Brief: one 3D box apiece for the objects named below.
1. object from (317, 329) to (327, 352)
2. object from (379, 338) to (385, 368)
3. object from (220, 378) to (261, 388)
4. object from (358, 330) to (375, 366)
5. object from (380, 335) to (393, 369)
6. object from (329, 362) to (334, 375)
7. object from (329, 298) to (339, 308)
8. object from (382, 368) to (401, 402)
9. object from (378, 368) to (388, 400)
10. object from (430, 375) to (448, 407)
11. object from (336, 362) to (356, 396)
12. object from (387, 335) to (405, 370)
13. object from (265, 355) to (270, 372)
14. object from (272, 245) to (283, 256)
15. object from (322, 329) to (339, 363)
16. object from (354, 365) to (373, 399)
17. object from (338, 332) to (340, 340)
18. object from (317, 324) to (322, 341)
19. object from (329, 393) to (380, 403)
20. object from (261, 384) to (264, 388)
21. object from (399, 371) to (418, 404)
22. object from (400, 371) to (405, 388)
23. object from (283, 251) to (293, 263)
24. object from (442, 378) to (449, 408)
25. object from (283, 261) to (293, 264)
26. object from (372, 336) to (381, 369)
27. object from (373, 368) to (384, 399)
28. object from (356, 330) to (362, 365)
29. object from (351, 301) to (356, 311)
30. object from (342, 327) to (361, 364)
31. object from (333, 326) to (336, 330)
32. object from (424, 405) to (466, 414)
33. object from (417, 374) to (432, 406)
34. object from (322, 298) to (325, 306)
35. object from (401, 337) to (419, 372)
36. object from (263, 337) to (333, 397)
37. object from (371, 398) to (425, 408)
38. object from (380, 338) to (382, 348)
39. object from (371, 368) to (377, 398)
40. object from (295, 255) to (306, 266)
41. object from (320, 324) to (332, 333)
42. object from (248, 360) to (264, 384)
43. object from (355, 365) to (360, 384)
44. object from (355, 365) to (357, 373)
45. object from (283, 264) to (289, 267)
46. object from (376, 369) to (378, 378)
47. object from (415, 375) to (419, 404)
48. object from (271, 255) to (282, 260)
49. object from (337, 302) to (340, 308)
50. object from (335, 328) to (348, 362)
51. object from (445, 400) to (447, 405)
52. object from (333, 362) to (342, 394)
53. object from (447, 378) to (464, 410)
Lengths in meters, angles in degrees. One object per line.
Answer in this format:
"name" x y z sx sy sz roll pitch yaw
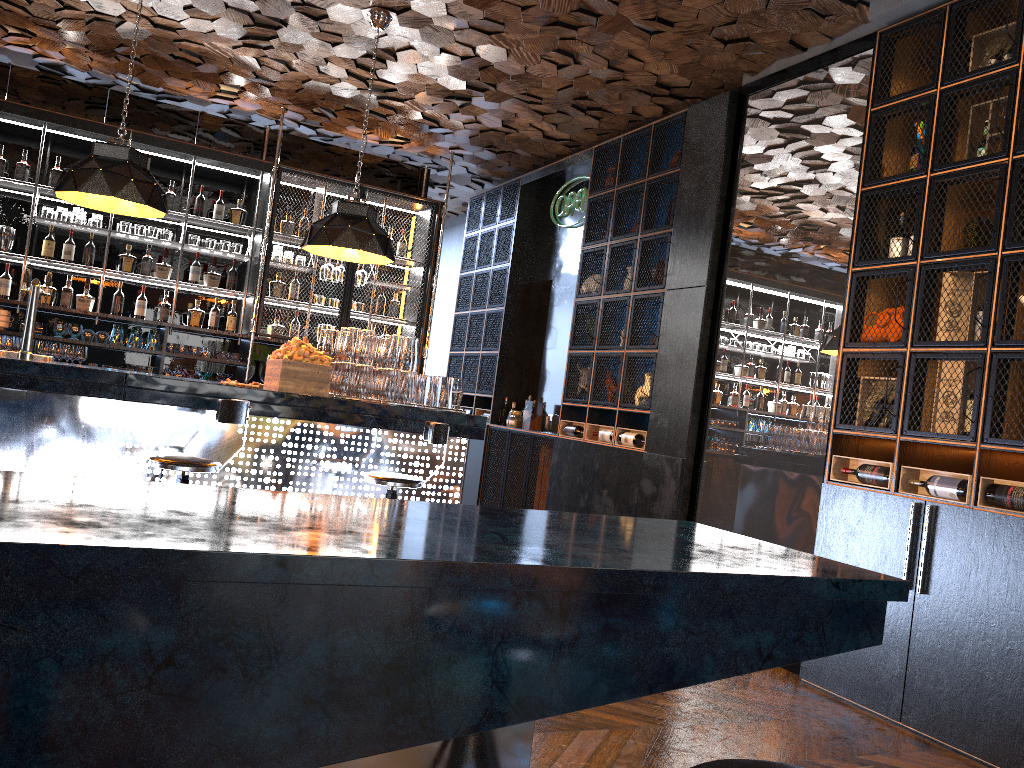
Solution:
"object" -1.211 -0.247 5.742 0.105 0.209 0.105 7 -2 -1
"object" -0.825 -0.195 5.816 0.105 0.209 0.105 7 -2 -1
"object" -1.519 -0.001 4.935 0.198 0.045 0.377 7 -2 12
"object" -0.866 -0.216 5.287 0.105 0.209 0.105 7 -2 -1
"object" -0.757 -0.196 5.476 0.105 0.209 0.105 7 -2 -1
"object" -1.170 -0.036 5.572 0.105 0.209 0.105 7 -2 -1
"object" -1.645 -0.739 8.170 0.089 0.092 0.089 8 -2 -25
"object" -0.716 0.015 5.306 0.105 0.209 0.105 7 -2 -1
"object" -0.755 0.013 5.415 0.105 0.209 0.105 7 -2 -1
"object" -0.457 0.055 5.476 0.105 0.209 0.105 6 -2 39
"object" -0.964 -0.021 5.175 0.105 0.209 0.105 7 -2 -1
"object" -0.698 -0.191 5.375 0.105 0.209 0.105 7 -2 -1
"object" -1.530 -0.077 5.682 0.105 0.209 0.105 7 -2 -1
"object" -2.084 -1.180 7.887 0.089 0.092 0.089 7 -2 0
"object" -1.152 -0.242 5.641 0.105 0.209 0.105 7 -2 -1
"object" -0.871 -0.007 5.235 0.105 0.209 0.105 7 -2 -1
"object" -1.113 -0.232 5.796 0.105 0.209 0.105 7 -2 -1
"object" -1.755 -0.443 8.184 0.105 0.209 0.105 9 -2 -41
"object" -0.982 0.079 5.323 0.273 0.019 0.437 8 -2 -26
"object" -1.459 0.026 5.590 0.273 0.019 0.437 8 -2 -26
"object" -0.623 0.029 5.367 0.105 0.209 0.105 7 -2 -1
"object" -0.661 0.027 5.469 0.105 0.209 0.105 7 -2 -1
"object" -2.005 -1.139 7.954 0.089 0.092 0.089 7 -2 0
"object" -0.451 0.059 5.599 0.105 0.209 0.105 7 -2 -1
"object" -2.007 -1.119 7.954 0.089 0.092 0.089 7 -2 0
"object" -0.904 -0.206 5.772 0.105 0.209 0.105 7 -2 -1
"object" -0.807 0.009 5.522 0.105 0.209 0.105 7 -2 -1
"object" -0.907 -0.218 5.398 0.105 0.209 0.105 7 -2 -1
"object" -1.490 -0.719 8.177 0.089 0.092 0.089 9 -2 -42
"object" -0.945 -0.227 5.244 0.105 0.209 0.105 7 -2 -1
"object" -1.618 -0.425 8.193 0.105 0.209 0.105 9 -2 -41
"object" -0.489 0.150 5.589 0.273 0.019 0.437 8 -2 -26
"object" -0.560 0.048 5.681 0.105 0.209 0.105 7 -2 -1
"object" -1.766 -0.755 8.159 0.089 0.092 0.089 6 -2 31
"object" -0.618 -0.180 5.419 0.105 0.209 0.105 7 -2 -1
"object" -1.229 -0.110 5.180 0.340 0.332 0.464 8 -2 -23
"object" -0.734 0.115 5.455 0.273 0.019 0.437 8 -2 -26
"object" -0.865 -0.197 5.927 0.105 0.209 0.105 7 -2 -1
"object" -0.922 0.000 5.703 0.105 0.209 0.105 7 -2 -1
"object" -1.904 -1.105 7.991 0.089 0.092 0.089 7 -2 25
"object" -1.698 -0.438 8.084 0.105 0.209 0.105 9 -2 -41
"object" -2.259 -0.056 7.829 0.186 0.307 0.186 8 -2 -20
"object" -0.909 -0.009 5.338 0.105 0.209 0.105 7 -2 -1
"object" -0.956 -0.012 5.451 0.105 0.209 0.105 7 -2 -1
"object" -2.047 -1.120 8.110 0.089 0.092 0.089 7 -2 25
"object" -0.867 0.012 5.866 0.105 0.209 0.105 7 -2 -1
"object" -0.663 0.040 5.873 0.105 0.209 0.105 6 -2 39
"object" -2.087 -1.154 7.886 0.089 0.092 0.089 7 -2 0
"object" -1.631 -0.733 8.301 0.089 0.092 0.089 6 -2 40
"object" -1.005 -0.232 5.344 0.105 0.209 0.105 7 -2 -1
"object" -0.460 0.062 5.737 0.105 0.209 0.105 7 -2 -1
"object" -1.003 -0.023 5.284 0.105 0.209 0.105 7 -2 -1
"object" -0.355 0.069 5.513 0.105 0.209 0.105 6 -2 39
